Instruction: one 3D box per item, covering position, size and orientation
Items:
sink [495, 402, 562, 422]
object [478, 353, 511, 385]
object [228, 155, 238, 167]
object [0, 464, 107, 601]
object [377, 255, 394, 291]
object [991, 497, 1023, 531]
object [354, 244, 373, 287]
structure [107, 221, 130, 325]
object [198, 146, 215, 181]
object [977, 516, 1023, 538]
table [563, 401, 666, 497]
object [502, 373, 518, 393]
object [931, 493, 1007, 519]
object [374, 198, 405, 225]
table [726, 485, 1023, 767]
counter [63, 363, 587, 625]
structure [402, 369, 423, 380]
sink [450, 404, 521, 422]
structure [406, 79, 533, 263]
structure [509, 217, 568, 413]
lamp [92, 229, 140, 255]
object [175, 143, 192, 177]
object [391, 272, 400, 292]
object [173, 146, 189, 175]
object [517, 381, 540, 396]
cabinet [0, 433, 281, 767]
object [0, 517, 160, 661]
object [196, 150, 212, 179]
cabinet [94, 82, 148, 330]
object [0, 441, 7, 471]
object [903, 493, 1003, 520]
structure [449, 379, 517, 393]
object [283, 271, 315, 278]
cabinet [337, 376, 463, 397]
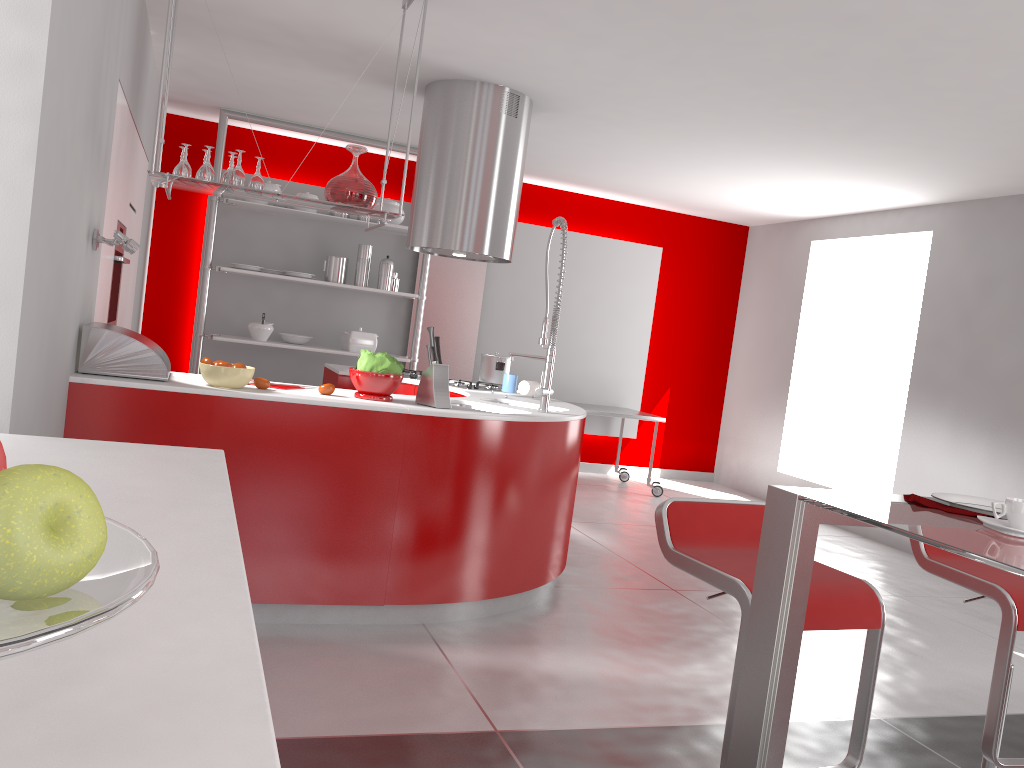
[{"bbox_3d":[0.052,0.209,4.460,0.428,0.172,0.326,9,3,19],"label":"sink"},{"bbox_3d":[-0.101,-0.096,5.293,0.218,0.185,0.189,9,4,32],"label":"object"},{"bbox_3d":[-1.104,-0.823,3.484,0.060,0.141,0.060,6,3,-20],"label":"object"},{"bbox_3d":[-0.306,0.088,0.546,0.100,0.086,0.083,9,4,29],"label":"object"},{"bbox_3d":[-0.988,-0.871,6.948,0.115,0.274,0.115,6,4,-27],"label":"object"},{"bbox_3d":[0.854,0.221,1.489,0.078,0.049,0.062,6,3,-20],"label":"object"},{"bbox_3d":[-1.163,-0.920,6.933,0.109,0.329,0.110,6,3,-22],"label":"object"},{"bbox_3d":[-1.974,-0.504,4.457,0.050,0.589,0.599,6,3,-20],"label":"structure"},{"bbox_3d":[-1.145,-0.820,3.333,0.060,0.141,0.060,4,4,-43],"label":"object"},{"bbox_3d":[0.858,0.246,1.493,0.119,0.016,0.119,7,3,0],"label":"object"},{"bbox_3d":[0.459,0.519,7.664,1.627,0.682,0.749,6,3,-19],"label":"table"},{"bbox_3d":[-0.022,-0.006,4.943,0.109,0.100,0.080,10,4,43],"label":"object"},{"bbox_3d":[0.928,0.241,1.716,0.217,0.015,0.217,8,3,16],"label":"object"},{"bbox_3d":[-0.999,-1.368,7.076,0.287,0.222,0.287,9,3,24],"label":"object"},{"bbox_3d":[1.353,0.814,1.644,1.700,1.000,0.800,6,3,-20],"label":"table"},{"bbox_3d":[-0.664,0.459,4.330,1.868,0.880,2.865,8,3,14],"label":"counter"},{"bbox_3d":[-0.661,-0.067,5.468,0.303,0.037,0.457,8,3,10],"label":"structure"},{"bbox_3d":[-0.154,0.206,4.019,0.428,0.172,0.326,9,4,31],"label":"sink"},{"bbox_3d":[-0.256,-1.243,5.314,0.644,0.958,0.644,10,4,36],"label":"structure"},{"bbox_3d":[0.149,-0.333,4.140,0.178,0.920,0.308,9,3,23],"label":"structure"},{"bbox_3d":[-1.490,-0.532,3.340,0.155,0.081,0.454,6,3,-20],"label":"lamp"},{"bbox_3d":[-1.238,-0.833,3.351,0.060,0.141,0.060,6,3,-20],"label":"object"},{"bbox_3d":[-0.972,-0.822,7.159,0.127,0.157,0.127,7,3,-10],"label":"object"},{"bbox_3d":[-1.276,-0.843,3.427,0.060,0.141,0.060,6,3,-20],"label":"object"},{"bbox_3d":[0.085,0.021,4.874,0.109,0.080,0.100,10,4,40],"label":"object"},{"bbox_3d":[-0.688,0.639,1.069,0.610,0.880,1.802,6,3,-20],"label":"cabinet"},{"bbox_3d":[-0.434,0.178,0.534,0.398,0.159,0.398,9,4,29],"label":"object"},{"bbox_3d":[-1.187,-0.831,3.427,0.060,0.141,0.060,6,3,-20],"label":"object"},{"bbox_3d":[-2.396,-0.364,4.641,0.614,2.026,2.398,6,3,-20],"label":"cabinet"},{"bbox_3d":[-0.406,0.052,0.618,0.097,0.133,0.117,6,4,-31],"label":"object"},{"bbox_3d":[0.797,0.228,1.675,0.095,0.012,0.234,6,3,-20],"label":"object"},{"bbox_3d":[-0.188,0.008,5.232,0.457,0.037,0.303,4,5,-45],"label":"structure"},{"bbox_3d":[-1.624,-0.825,6.752,0.244,0.042,0.244,5,4,-36],"label":"object"},{"bbox_3d":[-0.925,0.396,4.275,1.025,0.761,1.875,9,4,25],"label":"cabinet"}]
